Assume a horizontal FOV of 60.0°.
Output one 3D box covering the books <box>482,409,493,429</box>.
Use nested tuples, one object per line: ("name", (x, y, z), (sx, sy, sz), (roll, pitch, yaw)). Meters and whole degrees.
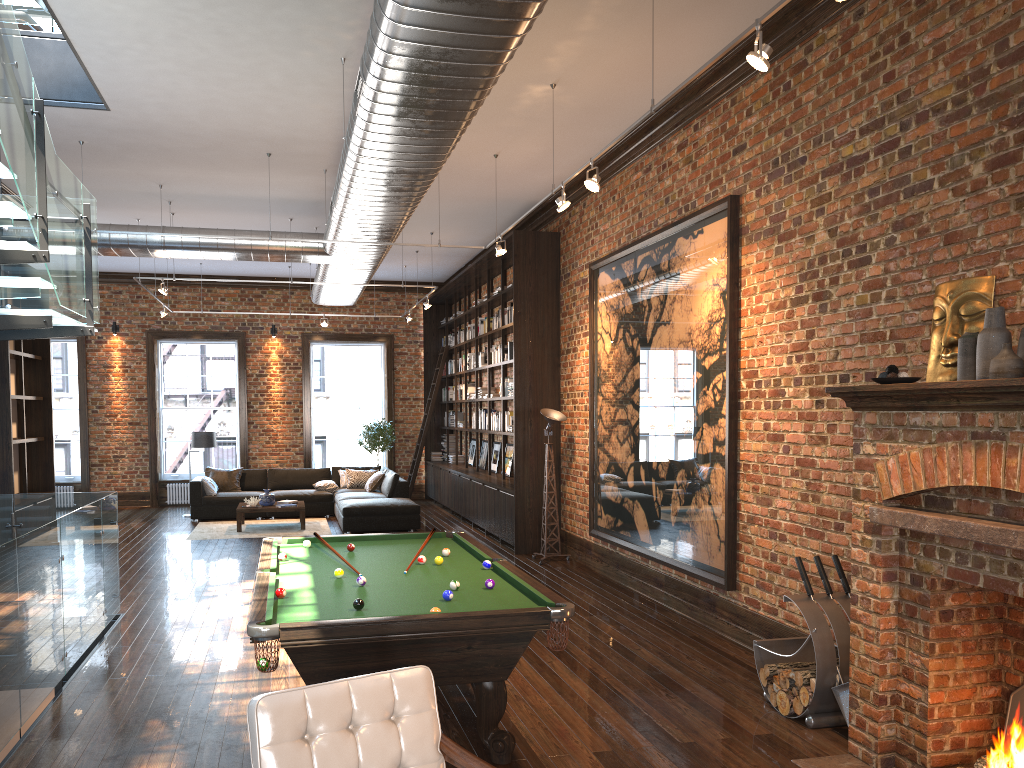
("books", (-0.400, 0.579, 14.655), (0.182, 0.337, 0.015), (-1, 3, -14))

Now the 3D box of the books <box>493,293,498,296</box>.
("books", (-0.150, -1.355, 13.456), (0.227, 0.015, 0.275), (0, -2, -16))

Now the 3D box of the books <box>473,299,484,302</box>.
("books", (-0.505, -1.390, 14.853), (0.215, 0.015, 0.319), (0, -2, -17))

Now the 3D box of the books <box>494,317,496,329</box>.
("books", (-0.190, -0.913, 13.656), (0.174, 0.230, 0.014), (-1, 3, -14))

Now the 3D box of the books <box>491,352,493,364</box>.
("books", (-0.245, -0.388, 13.876), (0.223, 0.210, 0.064), (0, 3, -14))

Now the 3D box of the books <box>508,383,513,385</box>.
("books", (0.065, -0.003, 12.812), (0.159, 0.012, 0.350), (0, -2, -16))

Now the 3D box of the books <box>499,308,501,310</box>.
("books", (-0.110, -0.972, 13.364), (0.183, 0.331, 0.008), (-1, 3, -14))

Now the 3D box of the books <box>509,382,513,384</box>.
("books", (0.065, -0.015, 12.811), (0.159, 0.012, 0.350), (0, -2, -13))

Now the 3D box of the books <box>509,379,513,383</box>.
("books", (0.021, 0.058, 13.015), (0.137, 0.268, 0.034), (-1, 3, -14))

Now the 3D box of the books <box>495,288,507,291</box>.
("books", (-0.129, -1.420, 13.458), (0.169, 0.034, 0.285), (0, -2, -19))

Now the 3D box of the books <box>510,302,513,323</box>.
("books", (0.065, -0.997, 12.644), (0.180, 0.333, 0.016), (-1, 3, -14))

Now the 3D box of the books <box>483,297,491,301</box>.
("books", (-0.318, -1.355, 14.151), (0.193, 0.030, 0.312), (0, -2, -19))

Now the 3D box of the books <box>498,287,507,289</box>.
("books", (-0.131, -1.445, 13.456), (0.167, 0.015, 0.369), (0, -2, -10))

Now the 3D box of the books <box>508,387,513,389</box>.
("books", (0.063, 0.058, 12.815), (0.159, 0.012, 0.351), (0, -2, -17))

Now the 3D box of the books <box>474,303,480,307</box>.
("books", (-0.501, -1.321, 14.858), (0.219, 0.016, 0.366), (0, -2, -13))

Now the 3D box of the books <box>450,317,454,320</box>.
("books", (-1.059, -1.256, 17.007), (0.229, 0.034, 0.273), (0, -2, -11))

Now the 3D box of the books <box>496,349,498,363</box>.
("books", (-0.170, -0.412, 13.635), (0.160, 0.242, 0.031), (-1, 3, -14))

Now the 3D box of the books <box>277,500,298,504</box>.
("books", (-3.528, 1.851, 13.936), (0.205, 0.028, 0.261), (-1, -2, 18))

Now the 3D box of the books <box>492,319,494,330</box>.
("books", (-0.212, -0.898, 13.734), (0.183, 0.207, 0.053), (-1, 3, -14))

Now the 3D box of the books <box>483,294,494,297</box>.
("books", (-0.320, -1.409, 14.147), (0.205, 0.017, 0.359), (0, -2, -17))

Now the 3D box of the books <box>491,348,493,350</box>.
("books", (-0.260, -0.419, 13.951), (0.179, 0.276, 0.098), (-1, 3, -14))

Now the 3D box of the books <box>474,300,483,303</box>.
("books", (-0.501, -1.374, 14.855), (0.199, 0.017, 0.302), (0, -2, -19))

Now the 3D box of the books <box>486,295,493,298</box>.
("books", (-0.305, -1.380, 14.153), (0.171, 0.021, 0.306), (0, -2, -18))

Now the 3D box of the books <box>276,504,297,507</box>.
("books", (-3.463, 1.867, 13.604), (0.261, 0.024, 0.205), (1, -2, -37))

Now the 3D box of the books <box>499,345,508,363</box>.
("books", (-0.103, -0.444, 13.337), (0.183, 0.286, 0.034), (-1, 3, -14))

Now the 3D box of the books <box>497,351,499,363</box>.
("books", (-0.144, -0.401, 13.492), (0.180, 0.210, 0.024), (-1, 3, -14))

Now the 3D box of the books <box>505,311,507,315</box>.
("books", (-0.079, -0.952, 13.208), (0.180, 0.280, 0.009), (-1, 3, -14))

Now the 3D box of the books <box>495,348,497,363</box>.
("books", (-0.186, -0.424, 13.704), (0.166, 0.270, 0.011), (-1, 3, -14))

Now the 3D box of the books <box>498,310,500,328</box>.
("books", (-0.123, -0.958, 13.348), (0.183, 0.301, 0.017), (-1, 3, -14))

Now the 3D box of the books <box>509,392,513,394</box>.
("books", (0.060, 0.131, 12.822), (0.161, 0.012, 0.314), (0, -2, -11))

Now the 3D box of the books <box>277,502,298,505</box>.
("books", (-3.531, 1.877, 13.944), (0.205, 0.024, 0.261), (-1, -2, 20))

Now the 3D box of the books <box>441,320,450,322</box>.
("books", (-1.295, -1.268, 17.921), (0.230, 0.015, 0.312), (0, -2, -18))

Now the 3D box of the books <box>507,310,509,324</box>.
("books", (0.023, -0.946, 12.813), (0.184, 0.243, 0.030), (-1, 3, -14))

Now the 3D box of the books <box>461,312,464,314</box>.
("books", (-0.814, -1.276, 16.106), (0.210, 0.014, 0.290), (0, -2, -15))

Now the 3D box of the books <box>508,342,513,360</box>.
("books", (0.073, -0.461, 12.510), (0.245, 0.266, 0.037), (0, 3, -14))

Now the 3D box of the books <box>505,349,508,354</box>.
("books", (-0.065, -0.410, 13.238), (0.182, 0.219, 0.050), (-1, 3, -14))

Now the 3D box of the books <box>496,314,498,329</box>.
("books", (-0.159, -0.932, 13.497), (0.184, 0.259, 0.031), (-1, 3, -14))

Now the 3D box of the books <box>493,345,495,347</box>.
("books", (-0.242, -0.443, 13.966), (0.142, 0.325, 0.115), (-1, 3, -14))

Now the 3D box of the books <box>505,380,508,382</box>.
("books", (-0.020, 0.071, 13.097), (0.158, 0.247, 0.012), (-1, 3, -14))

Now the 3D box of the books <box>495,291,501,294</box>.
("books", (-0.143, -1.379, 13.457), (0.206, 0.009, 0.333), (0, -2, -11))

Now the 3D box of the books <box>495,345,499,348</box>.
("books", (-0.189, -0.442, 13.716), (0.152, 0.308, 0.016), (-1, 3, -14))

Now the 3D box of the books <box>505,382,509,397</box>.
("books", (-0.017, 0.082, 13.041), (0.184, 0.222, 0.033), (-1, 3, -14))

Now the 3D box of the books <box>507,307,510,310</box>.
("books", (0.010, -0.969, 12.913), (0.150, 0.295, 0.032), (-1, 3, -14))

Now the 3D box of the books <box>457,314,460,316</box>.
("books", (-0.951, -1.286, 16.628), (0.205, 0.024, 0.248), (0, -2, -11))

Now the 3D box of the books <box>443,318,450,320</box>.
("books", (-1.271, -1.305, 17.925), (0.190, 0.017, 0.299), (0, -2, -16))

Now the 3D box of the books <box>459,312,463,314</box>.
("books", (-0.832, -1.286, 16.101), (0.232, 0.006, 0.288), (0, -2, -18))

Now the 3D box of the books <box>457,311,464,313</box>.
("books", (-0.943, -1.342, 16.628), (0.192, 0.007, 0.364), (0, -2, -12))

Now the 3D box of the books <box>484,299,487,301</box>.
("books", (-0.320, -1.333, 14.152), (0.213, 0.014, 0.281), (0, -2, -12))

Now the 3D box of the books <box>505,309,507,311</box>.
("books", (-0.075, -0.960, 13.221), (0.188, 0.298, 0.014), (-1, 3, -14))

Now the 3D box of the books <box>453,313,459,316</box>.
("books", (-0.955, -1.308, 16.626), (0.216, 0.018, 0.375), (0, -2, -16))

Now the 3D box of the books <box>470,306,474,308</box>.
("books", (-0.593, -1.319, 15.241), (0.191, 0.014, 0.315), (0, -2, -18))

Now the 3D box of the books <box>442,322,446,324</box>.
("books", (-1.288, -1.226, 17.925), (0.213, 0.014, 0.356), (0, -2, -18))

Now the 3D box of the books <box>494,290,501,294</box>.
("books", (-0.146, -1.393, 13.455), (0.216, 0.020, 0.234), (0, -2, -17))

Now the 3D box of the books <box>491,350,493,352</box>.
("books", (-0.253, -0.404, 13.905), (0.186, 0.245, 0.079), (-1, 3, -14))
